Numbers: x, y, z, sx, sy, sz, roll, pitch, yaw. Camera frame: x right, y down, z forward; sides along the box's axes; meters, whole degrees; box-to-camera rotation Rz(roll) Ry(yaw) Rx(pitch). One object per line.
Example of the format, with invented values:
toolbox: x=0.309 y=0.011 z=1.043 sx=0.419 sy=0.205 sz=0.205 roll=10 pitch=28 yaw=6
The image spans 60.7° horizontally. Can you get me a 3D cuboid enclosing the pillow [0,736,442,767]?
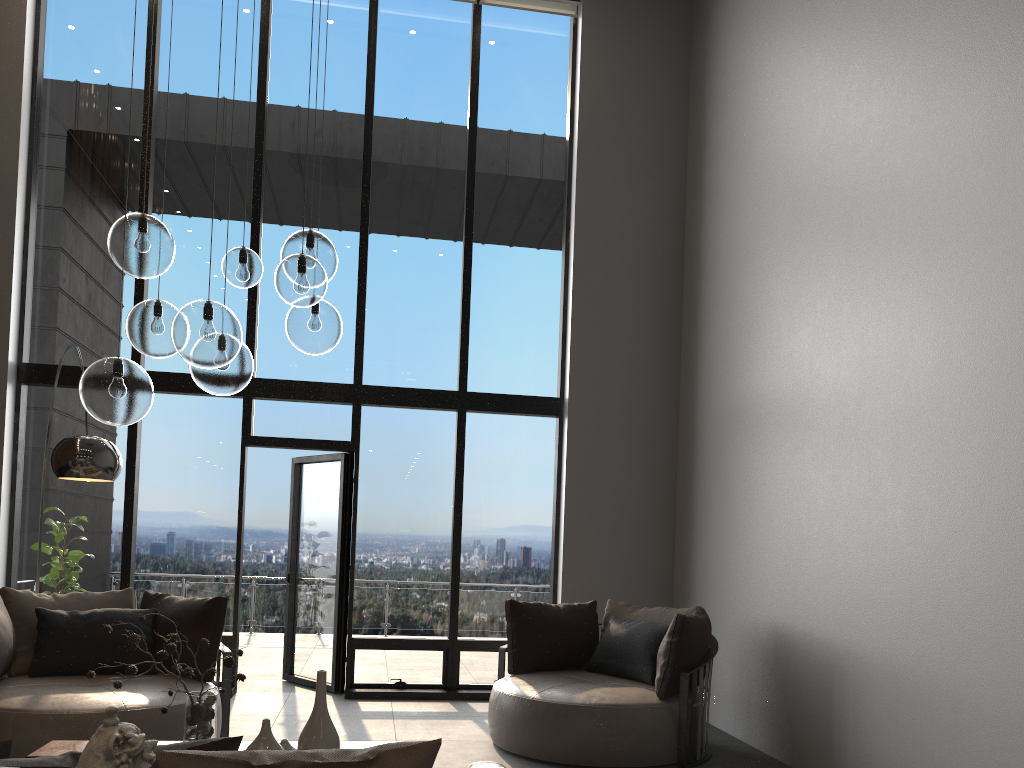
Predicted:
pillow: x=-1.137 y=0.938 z=1.816 sx=1.943 sy=0.495 sz=0.549 roll=4 pitch=-7 yaw=-10

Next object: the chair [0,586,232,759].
chair: x=-2.359 y=1.618 z=4.904 sx=1.480 sy=0.890 sz=1.467 roll=-1 pitch=-9 yaw=18

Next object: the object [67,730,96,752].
object: x=-1.454 y=1.280 z=2.980 sx=0.153 sy=0.209 sz=0.078 roll=2 pitch=-3 yaw=1

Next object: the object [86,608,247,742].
object: x=-1.316 y=1.154 z=3.311 sx=0.546 sy=0.598 sz=0.318 roll=7 pitch=-6 yaw=-38

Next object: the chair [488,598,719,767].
chair: x=0.589 y=1.868 z=5.653 sx=1.442 sy=0.890 sz=1.505 roll=1 pitch=-8 yaw=8

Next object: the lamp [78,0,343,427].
lamp: x=-1.033 y=-2.258 z=3.429 sx=1.233 sy=4.956 sz=1.237 roll=3 pitch=-2 yaw=-12

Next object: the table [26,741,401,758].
table: x=-1.147 y=1.638 z=3.333 sx=1.454 sy=0.351 sz=0.910 roll=4 pitch=-10 yaw=-9

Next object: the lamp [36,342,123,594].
lamp: x=-2.579 y=0.920 z=5.039 sx=0.321 sy=2.313 sz=2.045 roll=3 pitch=-5 yaw=-32

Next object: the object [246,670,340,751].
object: x=-0.798 y=1.259 z=3.241 sx=0.316 sy=0.394 sz=0.323 roll=1 pitch=-5 yaw=10

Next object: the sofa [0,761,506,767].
sofa: x=-1.593 y=1.180 z=2.228 sx=3.247 sy=0.811 sz=1.903 roll=4 pitch=-9 yaw=-9

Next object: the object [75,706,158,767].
object: x=-0.625 y=0.602 z=1.247 sx=0.207 sy=0.288 sz=0.137 roll=1 pitch=-3 yaw=10
